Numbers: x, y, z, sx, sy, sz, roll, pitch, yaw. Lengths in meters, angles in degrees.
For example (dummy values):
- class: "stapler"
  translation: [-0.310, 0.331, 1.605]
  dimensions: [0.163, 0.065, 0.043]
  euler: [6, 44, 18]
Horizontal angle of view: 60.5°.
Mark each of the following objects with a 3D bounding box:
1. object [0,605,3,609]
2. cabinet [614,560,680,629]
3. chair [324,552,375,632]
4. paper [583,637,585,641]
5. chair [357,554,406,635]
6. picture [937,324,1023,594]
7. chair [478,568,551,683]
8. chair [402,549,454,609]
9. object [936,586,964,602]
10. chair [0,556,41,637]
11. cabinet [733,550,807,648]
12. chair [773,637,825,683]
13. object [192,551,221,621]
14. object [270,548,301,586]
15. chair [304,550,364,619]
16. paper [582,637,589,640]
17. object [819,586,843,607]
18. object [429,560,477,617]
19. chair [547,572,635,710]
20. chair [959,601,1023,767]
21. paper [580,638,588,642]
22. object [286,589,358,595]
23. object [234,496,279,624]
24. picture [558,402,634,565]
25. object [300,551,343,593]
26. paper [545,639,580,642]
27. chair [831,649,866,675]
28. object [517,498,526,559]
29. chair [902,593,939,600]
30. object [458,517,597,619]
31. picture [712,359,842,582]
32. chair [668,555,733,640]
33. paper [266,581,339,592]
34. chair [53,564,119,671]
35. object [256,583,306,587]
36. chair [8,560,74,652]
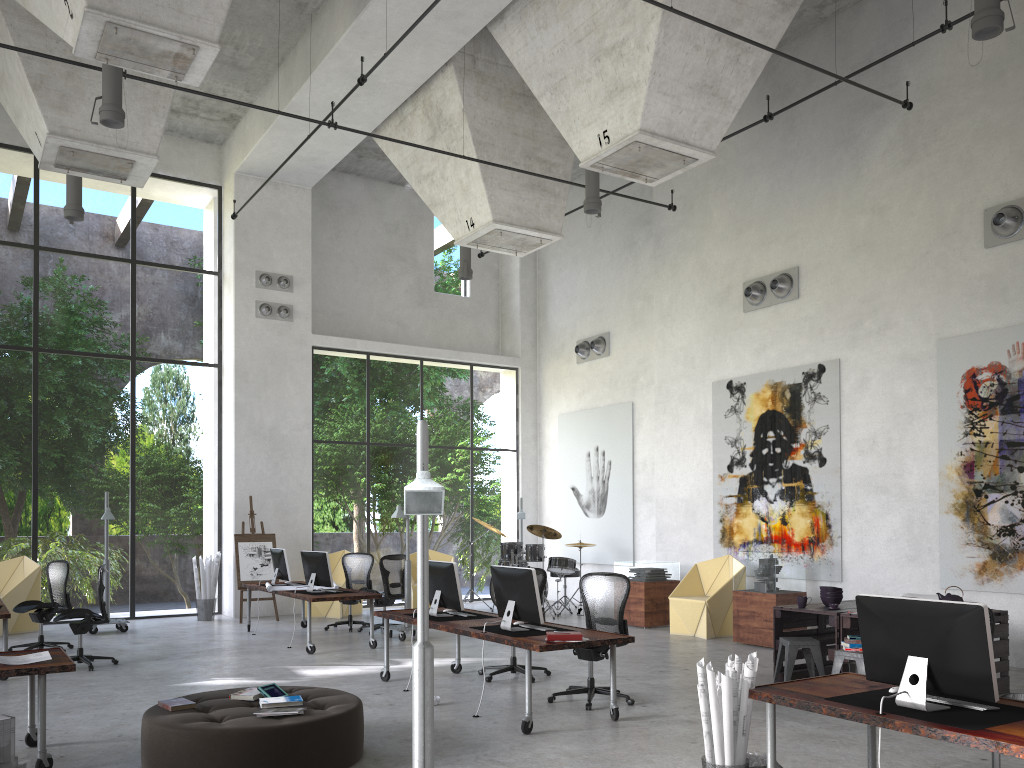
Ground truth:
- class: "object"
  translation: [-6.035, 2.496, 9.687]
  dimensions: [0.688, 0.008, 0.856]
  euler: [4, -10, -26]
- class: "cabinet"
  translation: [2.146, 3.335, 13.981]
  dimensions: [0.744, 1.009, 0.739]
  euler: [2, -4, -32]
- class: "chair"
  translation: [-2.486, 3.226, 13.688]
  dimensions: [0.770, 1.179, 0.798]
  euler: [-1, -3, 6]
- class: "paper"
  translation: [0.446, 2.060, 7.088]
  dimensions: [0.290, 0.001, 0.212]
  euler: [0, -9, 0]
- class: "chair"
  translation: [-1.942, 3.158, 13.266]
  dimensions: [0.793, 1.180, 0.775]
  euler: [-2, -4, 21]
- class: "picture"
  translation: [5.786, 0.827, 9.740]
  dimensions: [0.020, 3.006, 2.231]
  euler: [0, -3, -32]
- class: "chair"
  translation: [-0.008, 2.549, 9.401]
  dimensions: [0.795, 1.179, 0.773]
  euler: [-3, -4, 41]
- class: "chair"
  translation: [-1.504, 3.607, 16.054]
  dimensions: [0.979, 1.164, 0.941]
  euler: [1, -4, -13]
- class: "object"
  translation: [4.333, 2.105, 8.653]
  dimensions: [0.212, 0.231, 0.219]
  euler: [3, -6, -34]
- class: "chair"
  translation: [-7.777, 3.220, 13.397]
  dimensions: [0.980, 1.164, 0.941]
  euler: [-1, -4, 13]
- class: "cabinet"
  translation: [3.429, 2.858, 11.708]
  dimensions: [0.595, 1.250, 0.747]
  euler: [1, -3, -33]
- class: "chair"
  translation: [2.846, 2.769, 8.688]
  dimensions: [0.420, 0.487, 0.441]
  euler: [0, -5, 2]
- class: "object"
  translation: [-5.216, 3.457, 15.013]
  dimensions: [0.441, 1.204, 0.413]
  euler: [-2, -2, 35]
- class: "object"
  translation: [-3.424, 2.757, 13.260]
  dimensions: [0.378, 0.550, 0.720]
  euler: [2, -6, -31]
- class: "chair"
  translation: [-3.180, 3.549, 15.634]
  dimensions: [0.980, 1.164, 0.941]
  euler: [-1, -4, 16]
- class: "paper"
  translation: [0.454, 2.058, 7.091]
  dimensions: [0.290, 0.001, 0.212]
  euler: [2, -9, -15]
- class: "object"
  translation: [3.263, 2.167, 8.974]
  dimensions: [0.214, 0.213, 0.194]
  euler: [3, -5, -31]
- class: "object"
  translation: [-0.636, 2.065, 8.890]
  dimensions: [0.378, 0.550, 0.720]
  euler: [2, -6, -31]
- class: "chair"
  translation: [0.763, 2.349, 8.136]
  dimensions: [0.771, 1.179, 0.797]
  euler: [-2, -4, 26]
- class: "chair"
  translation: [2.772, 1.855, 5.015]
  dimensions: [0.773, 1.179, 0.795]
  euler: [3, -5, -44]
- class: "paper"
  translation: [0.446, 2.059, 7.088]
  dimensions: [0.290, 0.001, 0.212]
  euler: [-3, -9, 19]
- class: "object"
  translation: [-2.584, 2.832, 11.947]
  dimensions: [0.690, 0.008, 0.854]
  euler: [7, -12, -40]
- class: "object"
  translation: [-4.379, 2.964, 14.955]
  dimensions: [0.695, 2.135, 0.687]
  euler: [1, -2, -32]
- class: "picture"
  translation: [1.592, 1.994, 17.129]
  dimensions: [0.020, 3.005, 2.351]
  euler: [0, -4, -32]
- class: "object"
  translation: [-2.589, 2.550, 11.951]
  dimensions: [0.378, 0.550, 0.718]
  euler: [3, -6, -41]
- class: "paper"
  translation: [0.446, 2.059, 7.088]
  dimensions: [0.291, 0.001, 0.212]
  euler: [-5, -10, 29]
- class: "chair"
  translation: [3.134, 2.645, 7.902]
  dimensions: [0.438, 0.487, 0.422]
  euler: [3, -6, -37]
- class: "object"
  translation: [0.194, 3.382, 17.841]
  dimensions: [0.579, 2.144, 0.598]
  euler: [0, -2, 2]
- class: "chair"
  translation: [4.526, 2.791, 9.887]
  dimensions: [0.697, 0.815, 0.776]
  euler: [-4, -6, 42]
- class: "object"
  translation: [0.386, 3.345, 16.312]
  dimensions: [2.985, 1.734, 1.890]
  euler: [-6, -8, 42]
- class: "picture"
  translation: [3.804, 1.319, 12.848]
  dimensions: [0.020, 3.005, 2.369]
  euler: [0, -4, -32]
- class: "chair"
  translation: [2.880, 3.088, 12.838]
  dimensions: [0.936, 1.164, 0.985]
  euler: [2, -5, -34]
- class: "paper"
  translation: [-3.046, 2.906, 12.704]
  dimensions: [1.076, 0.104, 0.985]
  euler: [3, -9, -22]
- class: "chair"
  translation: [-4.999, 2.694, 10.198]
  dimensions: [0.795, 1.179, 0.773]
  euler: [3, -5, -44]
- class: "object"
  translation: [-3.420, 3.039, 13.256]
  dimensions: [0.689, 0.008, 0.856]
  euler: [5, -10, -31]
- class: "chair"
  translation: [-6.076, 2.884, 11.387]
  dimensions: [0.771, 1.179, 0.797]
  euler: [-2, -4, 21]
